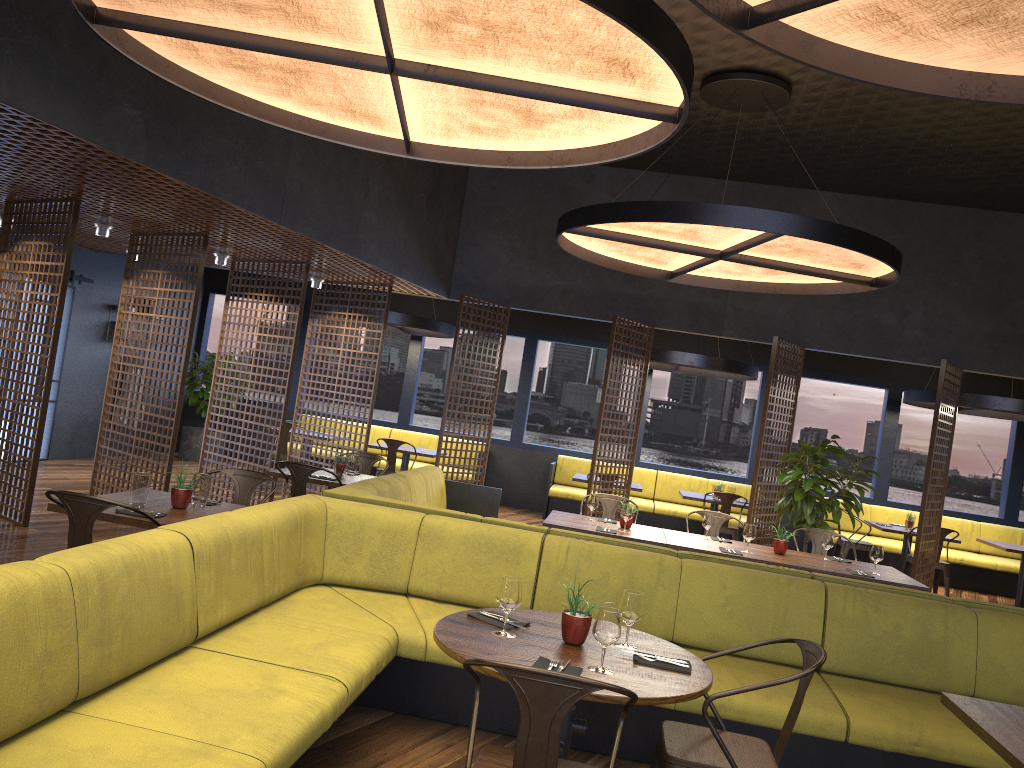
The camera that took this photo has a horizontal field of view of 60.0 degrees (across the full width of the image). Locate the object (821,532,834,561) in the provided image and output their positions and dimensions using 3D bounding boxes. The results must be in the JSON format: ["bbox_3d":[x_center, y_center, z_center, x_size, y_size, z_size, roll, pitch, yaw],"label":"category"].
[{"bbox_3d":[2.420,1.250,6.810,0.097,0.206,0.097,9,-1,-37],"label":"object"}]

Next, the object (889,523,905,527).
[{"bbox_3d":[5.012,1.823,11.428,0.255,0.019,0.157,9,-1,7],"label":"object"}]

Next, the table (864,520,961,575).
[{"bbox_3d":[4.925,2.200,11.087,0.906,0.763,0.887,9,-1,8],"label":"table"}]

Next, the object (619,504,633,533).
[{"bbox_3d":[0.862,1.010,6.682,0.097,0.206,0.097,9,-1,-37],"label":"object"}]

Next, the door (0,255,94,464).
[{"bbox_3d":[-5.718,-0.265,10.190,0.052,2.386,2.441,8,-1,8],"label":"door"}]

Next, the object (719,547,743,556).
[{"bbox_3d":[1.594,1.212,6.464,0.157,0.019,0.255,8,-1,8],"label":"object"}]

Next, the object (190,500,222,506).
[{"bbox_3d":[-1.774,0.671,5.101,0.255,0.019,0.157,9,-1,7],"label":"object"}]

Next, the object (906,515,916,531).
[{"bbox_3d":[4.915,1.718,10.935,0.102,0.178,0.102,9,-1,-7],"label":"object"}]

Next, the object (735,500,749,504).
[{"bbox_3d":[2.946,1.508,11.353,0.157,0.019,0.255,9,-1,7],"label":"object"}]

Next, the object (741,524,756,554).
[{"bbox_3d":[1.752,1.143,6.560,0.097,0.206,0.097,9,-1,-37],"label":"object"}]

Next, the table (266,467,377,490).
[{"bbox_3d":[-1.519,1.152,7.455,0.887,0.763,0.906,9,-1,8],"label":"table"}]

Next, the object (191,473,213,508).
[{"bbox_3d":[-1.733,0.594,4.938,0.102,0.178,0.102,9,-1,-7],"label":"object"}]

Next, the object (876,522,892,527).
[{"bbox_3d":[4.680,1.768,11.165,0.157,0.019,0.255,9,-1,7],"label":"object"}]

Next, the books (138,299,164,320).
[{"bbox_3d":[-5.169,-1.073,12.754,0.177,0.245,0.450,8,-1,8],"label":"books"}]

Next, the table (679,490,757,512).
[{"bbox_3d":[2.573,1.849,11.409,0.906,0.763,0.887,9,-1,8],"label":"table"}]

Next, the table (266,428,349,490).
[{"bbox_3d":[-2.819,1.043,12.144,0.887,0.763,0.906,9,-1,8],"label":"table"}]

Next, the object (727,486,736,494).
[{"bbox_3d":[2.796,1.404,11.325,0.102,0.178,0.102,9,-1,-7],"label":"object"}]

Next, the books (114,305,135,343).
[{"bbox_3d":[-5.293,-0.814,12.080,0.223,0.489,0.286,9,-1,-1],"label":"books"}]

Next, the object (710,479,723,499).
[{"bbox_3d":[2.671,1.340,11.422,0.238,0.271,0.260,8,-1,29],"label":"object"}]

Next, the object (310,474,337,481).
[{"bbox_3d":[-1.537,0.746,7.156,0.255,0.019,0.157,9,-1,7],"label":"object"}]

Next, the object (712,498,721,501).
[{"bbox_3d":[2.601,1.450,11.091,0.255,0.019,0.157,9,-1,7],"label":"object"}]

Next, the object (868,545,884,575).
[{"bbox_3d":[2.643,1.276,6.438,0.097,0.206,0.097,9,-1,-37],"label":"object"}]

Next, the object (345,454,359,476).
[{"bbox_3d":[-1.381,0.698,7.621,0.102,0.178,0.102,8,-1,23],"label":"object"}]

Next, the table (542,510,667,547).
[{"bbox_3d":[0.668,1.472,6.852,0.906,0.763,0.887,9,-1,8],"label":"table"}]

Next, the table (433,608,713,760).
[{"bbox_3d":[0.160,1.326,3.201,1.007,0.760,1.007,10,-2,-45],"label":"table"}]

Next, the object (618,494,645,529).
[{"bbox_3d":[0.890,0.983,6.897,0.238,0.271,0.260,8,-1,29],"label":"object"}]

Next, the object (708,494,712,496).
[{"bbox_3d":[2.680,1.475,11.749,0.255,0.019,0.157,9,-1,7],"label":"object"}]

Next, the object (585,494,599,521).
[{"bbox_3d":[0.639,0.983,7.055,0.097,0.206,0.097,9,-1,-37],"label":"object"}]

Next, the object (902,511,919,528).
[{"bbox_3d":[4.980,1.685,11.102,0.238,0.271,0.260,8,-1,29],"label":"object"}]

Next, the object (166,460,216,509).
[{"bbox_3d":[-1.775,0.538,4.802,0.260,0.271,0.238,8,-1,9],"label":"object"}]

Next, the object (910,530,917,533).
[{"bbox_3d":[4.933,1.799,10.770,0.255,0.019,0.157,9,-1,7],"label":"object"}]

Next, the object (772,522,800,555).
[{"bbox_3d":[2.041,1.155,6.739,0.238,0.271,0.260,8,-1,29],"label":"object"}]

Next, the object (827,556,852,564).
[{"bbox_3d":[2.551,1.366,6.903,0.157,0.019,0.255,8,-1,8],"label":"object"}]

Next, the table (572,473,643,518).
[{"bbox_3d":[1.200,1.643,11.594,0.887,0.763,0.906,9,-1,8],"label":"table"}]

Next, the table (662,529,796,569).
[{"bbox_3d":[1.556,1.605,6.730,0.906,0.763,0.887,9,-1,8],"label":"table"}]

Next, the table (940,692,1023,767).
[{"bbox_3d":[1.947,1.591,2.845,0.887,0.763,0.906,9,-1,8],"label":"table"}]

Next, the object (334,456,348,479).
[{"bbox_3d":[-1.413,0.687,7.302,0.102,0.178,0.102,8,-1,13],"label":"object"}]

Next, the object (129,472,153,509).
[{"bbox_3d":[-1.943,0.556,4.629,0.102,0.178,0.102,9,-1,-7],"label":"object"}]

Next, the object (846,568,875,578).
[{"bbox_3d":[2.484,1.345,6.342,0.157,0.019,0.255,8,-1,8],"label":"object"}]

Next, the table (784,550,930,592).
[{"bbox_3d":[2.443,1.738,6.614,0.906,0.763,0.887,9,-1,8],"label":"table"}]

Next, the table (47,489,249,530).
[{"bbox_3d":[-1.866,1.048,4.780,0.887,0.763,0.906,9,-1,8],"label":"table"}]

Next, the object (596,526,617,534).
[{"bbox_3d":[0.703,1.079,6.586,0.157,0.019,0.255,8,-1,8],"label":"object"}]

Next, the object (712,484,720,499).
[{"bbox_3d":[2.583,1.370,11.257,0.102,0.178,0.102,9,-1,-7],"label":"object"}]

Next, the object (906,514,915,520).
[{"bbox_3d":[5.054,1.746,11.266,0.102,0.178,0.102,9,-1,-7],"label":"object"}]

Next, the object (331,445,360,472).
[{"bbox_3d":[-1.427,0.641,7.454,0.260,0.271,0.238,8,-1,9],"label":"object"}]

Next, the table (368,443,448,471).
[{"bbox_3d":[-1.447,1.248,11.956,0.887,0.763,0.906,9,-1,8],"label":"table"}]

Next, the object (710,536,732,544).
[{"bbox_3d":[1.660,1.233,7.025,0.157,0.019,0.255,8,-1,8],"label":"object"}]

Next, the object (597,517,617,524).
[{"bbox_3d":[0.770,1.100,7.147,0.157,0.019,0.255,8,-1,8],"label":"object"}]

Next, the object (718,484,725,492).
[{"bbox_3d":[2.722,1.397,11.587,0.102,0.178,0.102,9,-1,-7],"label":"object"}]

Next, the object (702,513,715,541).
[{"bbox_3d":[1.530,1.116,6.933,0.097,0.206,0.097,9,-1,-37],"label":"object"}]

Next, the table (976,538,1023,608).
[{"bbox_3d":[6.296,2.405,10.895,0.887,0.763,0.906,9,-1,8],"label":"table"}]
